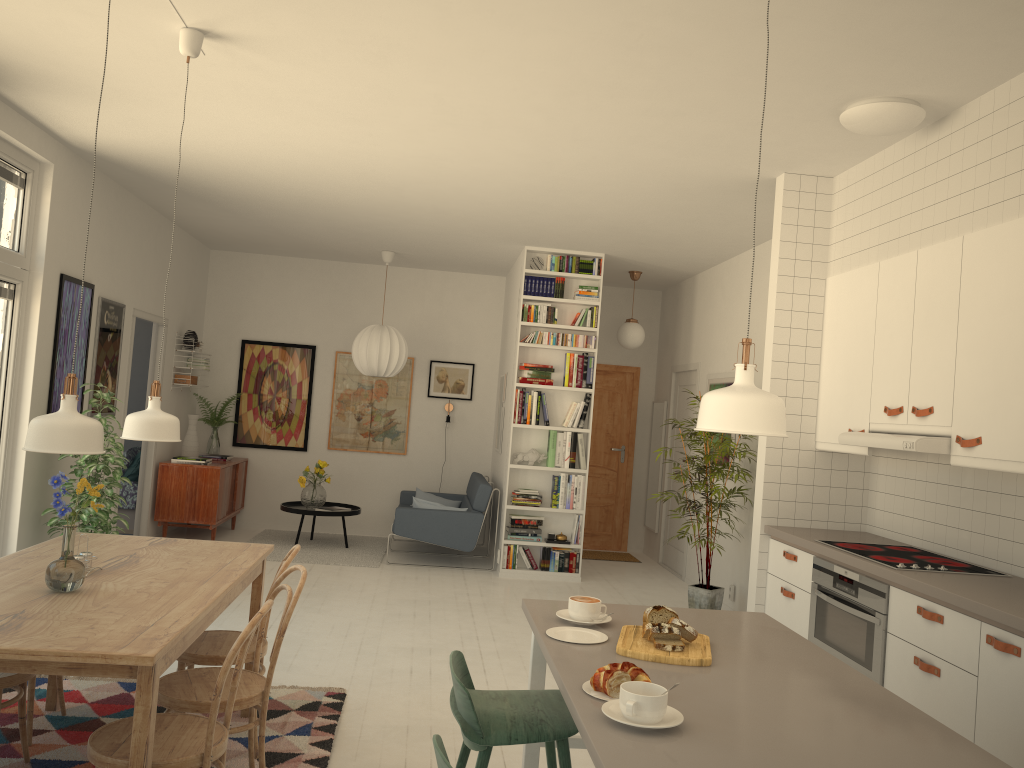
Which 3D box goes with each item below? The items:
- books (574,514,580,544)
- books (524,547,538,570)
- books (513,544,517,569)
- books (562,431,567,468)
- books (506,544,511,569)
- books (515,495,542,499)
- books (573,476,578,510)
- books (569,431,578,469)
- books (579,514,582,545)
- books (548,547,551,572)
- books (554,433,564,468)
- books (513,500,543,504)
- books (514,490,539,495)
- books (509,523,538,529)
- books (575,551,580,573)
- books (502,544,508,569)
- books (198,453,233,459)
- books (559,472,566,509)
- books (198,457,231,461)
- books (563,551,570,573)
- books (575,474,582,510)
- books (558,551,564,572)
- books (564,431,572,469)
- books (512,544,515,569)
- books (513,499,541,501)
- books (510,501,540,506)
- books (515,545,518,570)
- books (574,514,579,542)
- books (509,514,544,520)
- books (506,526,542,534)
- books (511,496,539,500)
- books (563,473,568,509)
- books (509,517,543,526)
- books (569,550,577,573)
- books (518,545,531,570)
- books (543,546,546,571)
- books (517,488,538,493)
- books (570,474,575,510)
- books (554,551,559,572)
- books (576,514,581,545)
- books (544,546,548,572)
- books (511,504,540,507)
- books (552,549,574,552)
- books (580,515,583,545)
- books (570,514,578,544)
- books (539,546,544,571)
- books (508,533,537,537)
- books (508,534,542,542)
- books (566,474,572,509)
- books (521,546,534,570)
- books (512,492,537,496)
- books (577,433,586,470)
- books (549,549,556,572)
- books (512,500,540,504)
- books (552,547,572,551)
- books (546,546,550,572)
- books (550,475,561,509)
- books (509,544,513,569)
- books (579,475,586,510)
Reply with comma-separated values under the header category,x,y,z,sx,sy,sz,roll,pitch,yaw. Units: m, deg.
category,x,y,z,sx,sy,sz,roll,pitch,yaw
books,0.567,1.284,7.858,0.033,0.258,0.130,5,-2,-5
books,0.167,1.536,7.827,0.131,0.188,0.136,5,-2,-5
books,0.017,1.510,7.826,0.021,0.215,0.174,5,-2,-5
books,0.448,0.582,7.912,0.023,0.321,0.235,5,-2,-5
books,-0.039,1.511,7.811,0.026,0.206,0.187,5,-2,-5
books,0.150,0.993,7.849,0.235,0.025,0.163,4,-2,1
books,0.546,0.961,7.883,0.022,0.291,0.208,5,-2,-5
books,0.530,0.585,7.901,0.056,0.327,0.202,5,-2,-5
books,0.592,1.285,7.876,0.007,0.257,0.181,5,-2,-5
books,0.318,1.534,7.851,0.015,0.214,0.202,5,-2,-5
books,0.405,0.587,7.890,0.065,0.311,0.199,5,-2,-5
books,0.143,1.033,7.863,0.255,0.014,0.197,4,-2,4
books,0.123,0.958,7.849,0.212,0.017,0.165,5,-2,-8
books,0.098,1.252,7.834,0.247,0.039,0.143,5,-2,-8
books,0.565,1.574,7.888,0.032,0.176,0.230,5,-2,-5
books,-0.072,1.514,7.811,0.039,0.199,0.185,5,-2,-5
books,-2.999,0.721,8.858,0.368,0.020,0.255,5,-2,-3
books,0.429,0.942,7.893,0.037,0.312,0.241,5,-2,-5
books,-3.014,0.740,8.850,0.371,0.022,0.259,5,-2,-5
books,0.468,1.569,7.881,0.050,0.170,0.221,5,-2,-5
books,0.578,0.956,7.876,0.037,0.308,0.161,5,-2,-5
books,0.421,1.568,7.862,0.048,0.163,0.209,5,-2,-5
books,0.482,0.584,7.902,0.037,0.324,0.240,5,-2,-5
books,0.000,1.513,7.824,0.012,0.206,0.193,5,-2,-5
books,0.126,1.019,7.843,0.250,0.008,0.135,5,-2,-9
books,0.109,1.053,7.825,0.246,0.014,0.173,5,-2,-6
books,0.034,1.512,7.813,0.010,0.215,0.193,5,-2,-5
books,0.555,1.284,7.893,0.030,0.256,0.198,5,-2,-5
books,0.124,1.174,7.855,0.297,0.024,0.162,5,-2,-14
books,0.100,1.288,7.833,0.297,0.039,0.165,5,-2,-10
books,0.113,1.008,7.824,0.238,0.012,0.120,5,-2,-10
books,0.460,0.945,7.898,0.027,0.311,0.228,5,-2,-5
books,0.119,1.210,7.839,0.285,0.047,0.185,5,-2,-5
books,0.523,1.568,7.866,0.056,0.180,0.202,5,-2,-5
books,0.106,1.523,7.822,0.135,0.200,0.134,5,-2,-5
books,0.273,1.530,7.847,0.015,0.214,0.202,5,-2,-5
books,0.138,0.941,7.830,0.166,0.019,0.127,5,-2,-12
books,0.522,0.952,7.895,0.025,0.306,0.213,5,-2,-5
books,0.381,1.558,7.859,0.032,0.176,0.222,5,-2,-5
books,0.584,1.285,7.888,0.008,0.256,0.184,5,-2,-5
books,0.289,1.531,7.835,0.015,0.214,0.202,5,-2,-5
books,0.114,1.066,7.828,0.247,0.009,0.170,5,-2,-2
books,0.448,1.467,7.861,0.193,0.012,0.130,5,-2,-5
books,0.601,1.286,7.868,0.011,0.256,0.139,5,-2,-5
books,0.545,1.283,7.889,0.034,0.257,0.209,5,-2,-5
books,0.259,1.529,7.838,0.015,0.214,0.202,5,-2,-5
books,0.088,1.319,7.847,0.241,0.024,0.168,5,-2,-10
books,0.110,1.356,7.847,0.297,0.039,0.204,4,-2,0
books,0.495,0.954,7.861,0.035,0.304,0.150,5,-2,-5
books,0.136,1.529,7.818,0.118,0.192,0.118,5,-2,-5
books,0.109,0.971,7.839,0.221,0.010,0.169,5,-2,-2
books,0.607,0.597,7.915,0.099,0.316,0.228,5,-2,-5
books,0.345,1.554,7.861,0.044,0.179,0.224,5,-2,-5
books,0.121,1.042,7.835,0.248,0.009,0.171,5,-2,-2
books,0.437,1.456,7.842,0.165,0.006,0.103,5,-2,-5
books,0.303,1.532,7.844,0.015,0.214,0.202,5,-2,-5
books,0.382,0.952,7.877,0.057,0.284,0.200,5,-2,-5
books,-0.014,1.511,7.809,0.020,0.211,0.184,5,-2,-5
books,0.611,0.961,7.910,0.039,0.303,0.229,5,-2,-5
